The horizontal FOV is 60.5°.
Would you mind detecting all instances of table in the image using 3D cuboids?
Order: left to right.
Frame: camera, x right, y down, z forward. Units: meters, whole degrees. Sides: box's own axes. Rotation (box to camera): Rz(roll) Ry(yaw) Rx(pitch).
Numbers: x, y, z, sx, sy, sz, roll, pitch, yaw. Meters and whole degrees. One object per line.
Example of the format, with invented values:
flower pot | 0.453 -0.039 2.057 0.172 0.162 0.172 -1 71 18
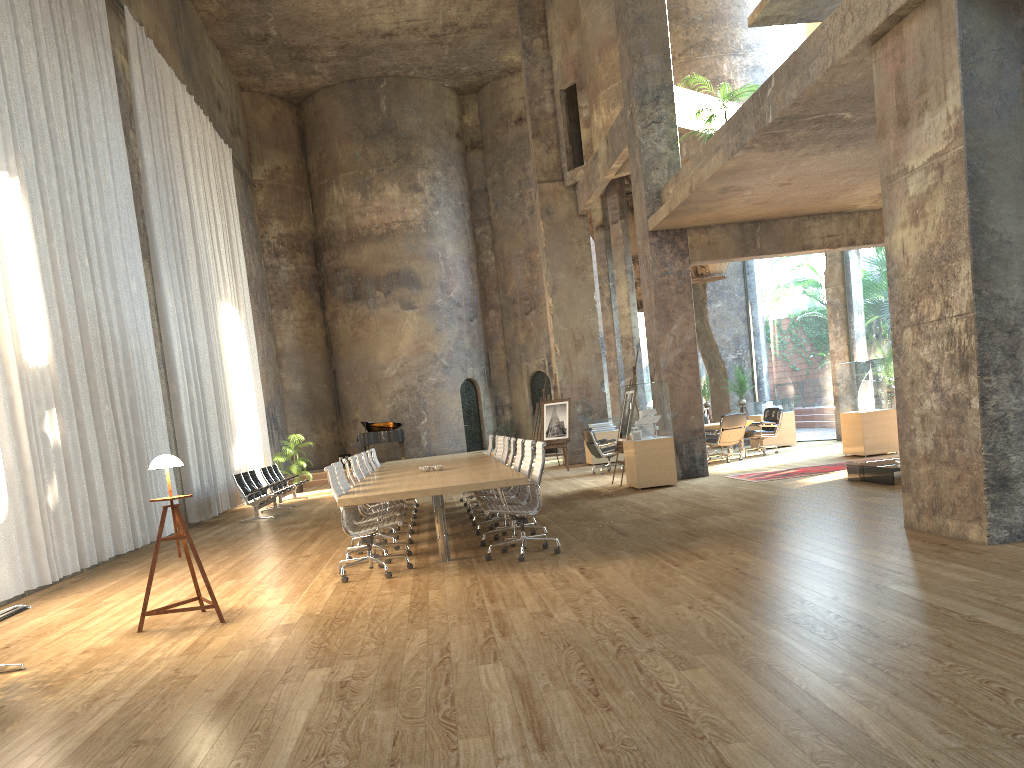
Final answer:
table | -0.960 1.431 11.190 1.598 0.764 7.677 -6 -2 -5
table | 3.367 1.194 17.050 2.406 0.707 1.099 -6 0 -5
table | 4.693 1.052 11.073 0.858 0.249 0.368 -6 0 -5
table | 4.729 1.056 10.708 0.789 0.204 1.105 -6 -2 -5

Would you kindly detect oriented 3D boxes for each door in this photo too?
door | -1.328 0.978 27.630 0.092 2.319 0.891 -1 7 43
door | 1.032 0.889 27.824 0.906 2.657 0.109 -3 6 37

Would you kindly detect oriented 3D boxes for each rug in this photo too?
rug | 4.526 1.257 12.940 2.459 0.009 1.340 -6 -2 -5

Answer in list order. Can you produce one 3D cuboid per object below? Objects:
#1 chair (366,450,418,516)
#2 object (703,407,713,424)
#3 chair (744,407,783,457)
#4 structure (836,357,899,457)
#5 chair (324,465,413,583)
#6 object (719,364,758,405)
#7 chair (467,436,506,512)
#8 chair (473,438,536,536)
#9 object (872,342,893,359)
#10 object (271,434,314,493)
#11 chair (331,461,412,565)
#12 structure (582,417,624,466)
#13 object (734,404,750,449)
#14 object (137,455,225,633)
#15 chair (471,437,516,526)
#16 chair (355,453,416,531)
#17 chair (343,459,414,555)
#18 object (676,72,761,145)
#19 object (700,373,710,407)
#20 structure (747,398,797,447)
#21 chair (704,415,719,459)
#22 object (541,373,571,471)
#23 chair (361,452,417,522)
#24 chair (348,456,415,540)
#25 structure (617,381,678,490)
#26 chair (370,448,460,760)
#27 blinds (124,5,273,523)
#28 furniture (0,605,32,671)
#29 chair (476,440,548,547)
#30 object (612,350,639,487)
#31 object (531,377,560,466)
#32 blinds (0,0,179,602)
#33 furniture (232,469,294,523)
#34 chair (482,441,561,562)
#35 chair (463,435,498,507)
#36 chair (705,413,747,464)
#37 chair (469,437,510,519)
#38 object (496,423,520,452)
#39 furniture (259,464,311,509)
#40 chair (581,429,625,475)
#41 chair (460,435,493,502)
chair | -1.826 1.474 13.248 0.699 1.035 0.660 -6 3 -2
object | 5.033 1.069 22.325 0.656 0.982 0.567 -7 4 -11
chair | 4.832 0.938 17.156 0.818 0.901 0.726 -7 3 -11
structure | 5.826 0.392 14.402 0.593 1.562 0.737 -7 4 -5
chair | -1.302 1.216 7.940 0.699 1.035 0.659 -6 3 0
object | 5.070 0.012 19.811 0.858 0.949 0.683 -6 3 -2
chair | -0.361 1.284 12.580 0.698 1.035 0.661 -7 3 -6
chair | -0.122 1.156 9.887 0.699 1.035 0.659 -6 3 0
object | 6.339 -0.316 14.865 0.685 0.948 0.856 -7 2 -14
object | -5.379 1.977 21.737 1.087 1.471 1.124 -7 3 -14
chair | -1.409 1.260 8.795 0.699 1.035 0.659 -6 3 3
structure | 2.065 1.289 19.875 0.742 1.024 0.730 -7 3 -5
object | 5.337 0.942 19.836 0.573 0.982 0.650 -4 4 31
object | -2.451 1.167 6.607 0.573 1.310 0.649 -4 5 28
chair | -0.206 1.199 10.779 0.699 1.035 0.659 -6 3 3
chair | -1.658 1.387 11.445 0.699 1.035 0.659 -6 3 3
chair | -1.486 1.300 9.645 0.698 1.035 0.661 -7 3 -6
object | 3.136 -3.576 12.850 1.402 1.826 1.345 -6 3 1
object | 4.869 0.127 22.254 0.690 0.948 0.850 -6 2 16
structure | 5.565 0.856 18.843 0.734 1.024 0.738 -7 3 -5
chair | 3.796 1.080 17.837 0.729 0.901 0.816 -7 2 -4
object | 0.978 0.837 19.042 0.704 2.168 0.674 -4 5 27
chair | -1.742 1.430 12.337 0.699 1.035 0.659 -6 3 0
chair | -1.581 1.346 10.570 0.699 1.035 0.659 -6 3 0
structure | 2.024 0.774 13.181 0.593 1.562 0.737 -7 4 -5
chair | 0.906 1.214 14.355 12.932 1.040 31.354 -6 -2 -5
blinds | -6.236 -1.748 18.575 0.275 8.725 7.778 -7 2 -4
furniture | -3.392 1.424 4.785 0.707 0.848 1.862 -7 -1 -5
chair | -0.038 1.112 8.976 0.699 1.035 0.660 -6 3 -2
object | 1.893 0.547 14.038 0.683 2.168 0.695 -7 5 -6
object | 0.703 0.938 20.908 0.687 2.168 0.691 -5 5 21
blinds | -5.457 -2.157 9.994 0.275 8.725 7.778 -7 2 -4
furniture | -4.458 1.962 15.923 0.707 0.848 1.862 -7 -1 -5
chair | 0.046 1.067 8.034 0.699 1.035 0.659 -6 3 1
chair | -0.446 1.325 13.429 0.699 1.035 0.659 -6 3 3
chair | 3.923 1.012 16.396 0.723 0.901 0.822 -8 3 -31
chair | -0.283 1.240 11.653 0.699 1.035 0.659 -6 3 0
object | -0.109 1.698 28.215 0.913 1.000 0.899 -6 2 6
furniture | -4.674 2.075 18.293 0.707 0.848 1.862 -7 -1 -5
chair | 1.818 1.269 16.929 0.819 0.901 0.726 -7 2 -9
chair | -0.559 1.370 14.284 0.699 1.035 0.659 -6 3 0
